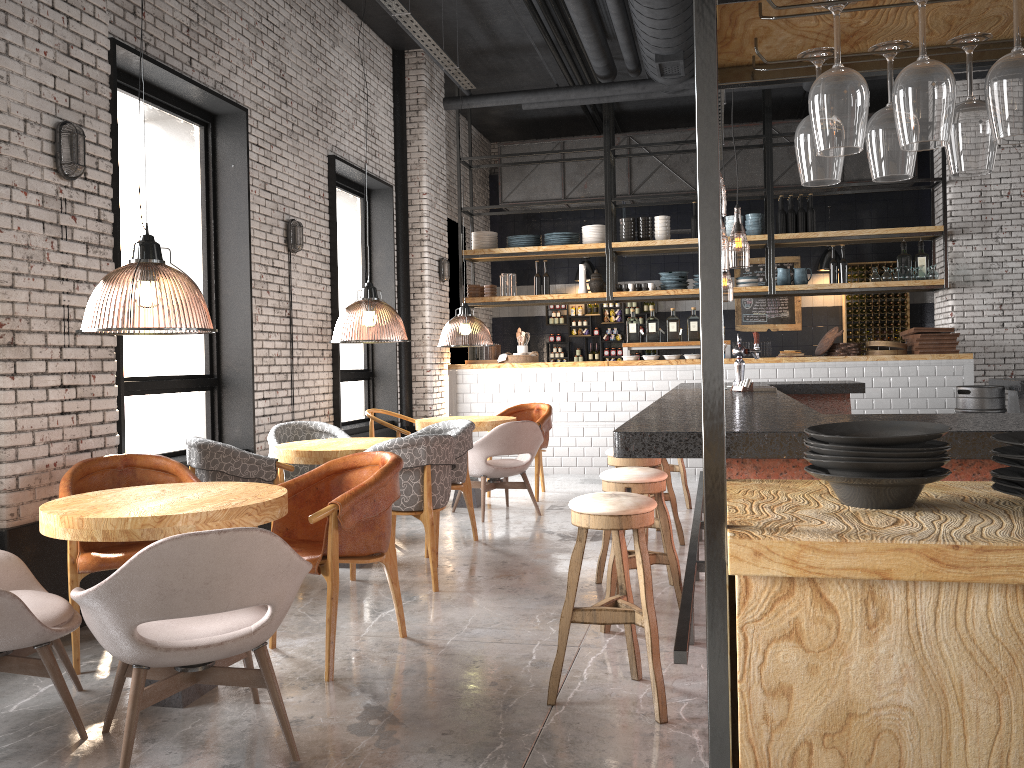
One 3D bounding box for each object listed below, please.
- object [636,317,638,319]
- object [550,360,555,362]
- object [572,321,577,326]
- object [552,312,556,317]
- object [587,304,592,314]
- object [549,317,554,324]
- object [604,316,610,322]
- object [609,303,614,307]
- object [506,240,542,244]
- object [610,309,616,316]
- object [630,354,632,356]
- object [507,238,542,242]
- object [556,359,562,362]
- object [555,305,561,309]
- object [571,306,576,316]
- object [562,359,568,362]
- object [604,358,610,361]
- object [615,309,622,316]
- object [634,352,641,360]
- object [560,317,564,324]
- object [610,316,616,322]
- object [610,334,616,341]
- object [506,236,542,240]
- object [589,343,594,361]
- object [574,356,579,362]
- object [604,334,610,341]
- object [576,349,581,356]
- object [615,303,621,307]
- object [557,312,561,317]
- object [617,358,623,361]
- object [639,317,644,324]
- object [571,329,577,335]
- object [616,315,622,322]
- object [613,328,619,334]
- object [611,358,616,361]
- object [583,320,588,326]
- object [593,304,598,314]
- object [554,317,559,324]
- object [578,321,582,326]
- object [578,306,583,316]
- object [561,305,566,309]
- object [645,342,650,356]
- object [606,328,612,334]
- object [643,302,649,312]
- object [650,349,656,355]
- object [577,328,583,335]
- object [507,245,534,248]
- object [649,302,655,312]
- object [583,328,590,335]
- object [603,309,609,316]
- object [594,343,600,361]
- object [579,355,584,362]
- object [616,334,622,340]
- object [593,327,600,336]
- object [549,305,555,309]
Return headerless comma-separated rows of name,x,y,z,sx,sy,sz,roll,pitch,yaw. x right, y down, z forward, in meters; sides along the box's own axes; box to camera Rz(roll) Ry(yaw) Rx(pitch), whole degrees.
object,1.936,-0.996,13.931,0.076,0.111,0.076,-1,1,-12
object,0.639,-0.347,14.253,0.119,0.111,0.085,-2,1,-28
object,0.995,-0.967,14.148,0.071,0.083,0.071,-1,1,38
object,0.673,-1.116,14.222,0.071,0.083,0.071,-1,1,3
object,1.238,-1.250,14.110,0.079,0.281,0.079,-1,0,17
object,0.639,-1.019,14.231,0.076,0.111,0.076,-1,1,23
object,1.502,-1.032,14.046,0.089,0.108,0.106,-2,1,-27
object,1.578,-1.291,14.011,0.079,0.156,0.079,-2,1,-42
object,0.157,-1.790,11.290,0.454,0.038,0.454,-1,1,-10
object,1.599,-1.134,14.022,0.089,0.108,0.106,-2,1,-27
object,1.859,-0.410,13.955,0.076,0.111,0.076,-1,1,-22
object,0.156,-1.814,11.289,0.454,0.043,0.454,-1,2,18
object,0.750,-0.344,14.239,0.090,0.101,0.111,-2,1,-26
object,0.738,-1.256,14.227,0.081,0.113,0.071,-1,1,14
object,0.981,-1.161,14.150,0.079,0.156,0.079,-1,1,43
object,0.847,-0.345,14.218,0.090,0.101,0.111,-2,1,-21
object,1.509,-0.361,14.050,0.092,0.112,0.100,-1,1,-1
object,1.689,-1.136,14.002,0.092,0.108,0.105,-1,1,24
object,1.974,-0.427,13.951,0.100,0.139,0.088,-1,1,14
object,0.800,-1.022,14.195,0.076,0.111,0.076,-1,1,8
object,1.598,-1.035,14.023,0.092,0.112,0.100,-1,1,-1
object,1.598,-0.736,14.040,0.090,0.101,0.111,-2,1,-21
object,0.155,-1.838,11.289,0.454,0.047,0.454,-1,1,10
object,1.257,-0.509,14.111,0.079,0.281,0.079,-1,0,22
object,1.023,-0.397,14.149,0.076,0.111,0.076,-1,1,-12
object,1.486,-0.739,14.056,0.119,0.111,0.085,-2,1,-18
object,1.060,-0.509,14.142,0.076,0.111,0.076,-1,1,8
object,1.671,-1.292,13.989,0.079,0.156,0.079,-1,1,-2
object,0.753,-1.118,14.203,0.071,0.083,0.071,-1,1,38
object,1.707,-0.362,14.005,0.089,0.108,0.106,-2,1,-27
object,2.025,-0.997,13.911,0.076,0.111,0.076,-1,1,-22
object,0.996,-0.835,14.164,0.092,0.112,0.100,-1,1,-1
object,1.691,-1.035,14.003,0.092,0.108,0.105,-1,1,24
object,1.638,-0.838,14.030,0.090,0.101,0.111,-2,1,-21
object,1.603,-0.360,14.029,0.092,0.108,0.105,-1,1,24
object,1.170,-0.969,14.108,0.071,0.083,0.071,-1,1,3
object,1.329,-1.251,14.088,0.079,0.281,0.079,-1,0,-8
object,0.719,-1.020,14.212,0.076,0.111,0.076,-1,1,33
object,1.087,-0.968,14.127,0.071,0.083,0.071,-1,1,3
object,1.087,-1.162,14.126,0.079,0.156,0.079,-1,1,-2
object,0.827,-1.257,14.206,0.081,0.113,0.071,-1,1,14
object,2.120,-0.523,13.910,0.079,0.281,0.079,-1,0,32
object,1.541,-0.837,14.052,0.090,0.101,0.111,-2,1,-21
object,2.099,-1.263,13.910,0.079,0.281,0.079,-1,0,-13
object,2.208,-0.524,13.892,0.079,0.281,0.079,-1,0,17
object,1.099,-0.835,14.141,0.089,0.108,0.106,-2,1,-27
object,0.158,-1.719,11.290,0.454,0.033,0.454,-1,2,21
object,2.191,-1.265,13.889,0.079,0.281,0.079,-1,0,7
object,1.188,-0.836,14.121,0.092,0.108,0.105,-1,1,24
object,1.496,-1.135,14.045,0.092,0.112,0.100,-1,1,-1
object,1.349,-0.510,14.089,0.079,0.281,0.079,-1,0,-18
object,1.103,-0.399,14.132,0.076,0.111,0.076,-1,1,18
object,1.695,-0.743,14.007,0.092,0.112,0.100,-1,1,-1
object,1.344,-0.832,14.093,0.100,0.139,0.088,-1,1,14
object,0.643,-1.254,14.249,0.081,0.113,0.071,-1,1,14
